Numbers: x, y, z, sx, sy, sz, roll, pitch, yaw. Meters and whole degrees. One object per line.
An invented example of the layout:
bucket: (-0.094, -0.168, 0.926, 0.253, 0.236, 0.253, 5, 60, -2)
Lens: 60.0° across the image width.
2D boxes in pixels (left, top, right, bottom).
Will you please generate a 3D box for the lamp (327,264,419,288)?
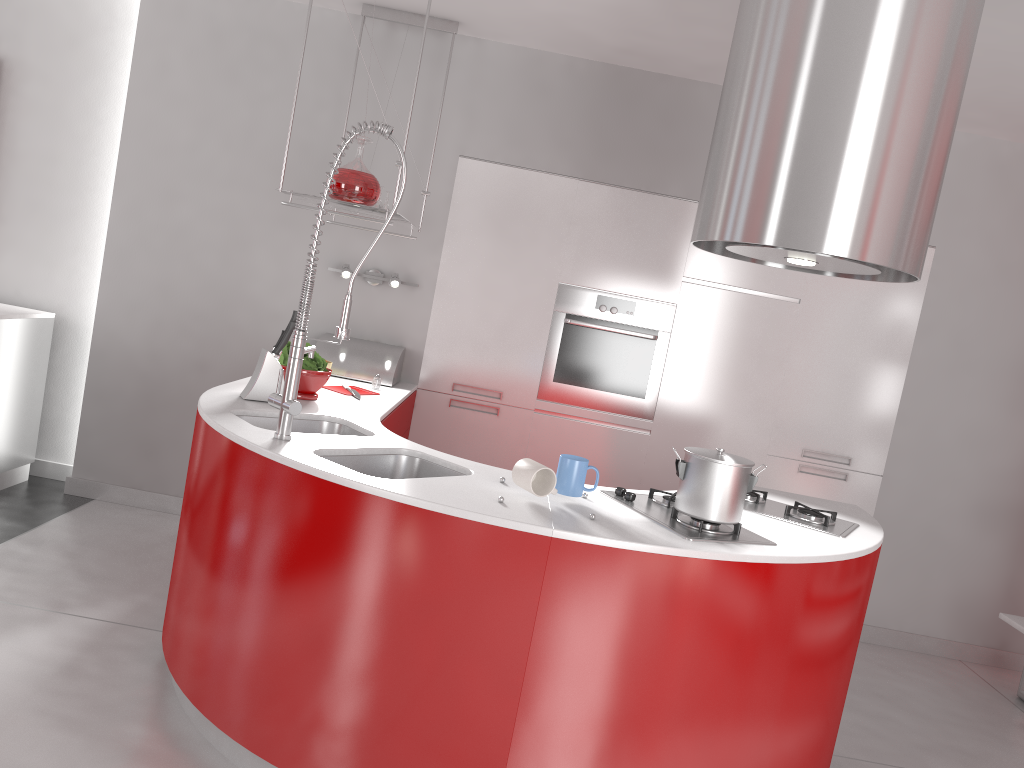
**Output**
lamp: (-0.684, -0.523, 4.336, 0.454, 0.081, 0.155, 11, 5, -1)

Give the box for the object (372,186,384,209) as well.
object: (-0.591, -0.805, 3.927, 0.060, 0.141, 0.060, 11, 5, -1)

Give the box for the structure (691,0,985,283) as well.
structure: (0.929, -0.817, 2.537, 0.644, 0.958, 0.644, 7, 6, -34)

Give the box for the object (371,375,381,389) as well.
object: (-0.609, -0.010, 3.995, 0.042, 0.066, 0.043, 12, 5, 12)

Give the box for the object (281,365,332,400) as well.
object: (-0.803, -0.012, 3.346, 0.228, 0.118, 0.229, 8, 6, -29)

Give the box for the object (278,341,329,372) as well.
object: (-0.793, -0.063, 3.331, 0.193, 0.182, 0.198, 11, 5, 5)

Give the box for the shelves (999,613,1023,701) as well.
shelves: (2.634, 0.287, 3.205, 0.535, 2.599, 1.735, 11, 5, -1)

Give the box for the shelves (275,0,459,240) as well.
shelves: (-0.563, -1.177, 3.711, 0.462, 1.023, 0.934, 11, 5, -1)

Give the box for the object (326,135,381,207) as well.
object: (-0.606, -0.826, 3.454, 0.213, 0.266, 0.213, 14, 6, 27)

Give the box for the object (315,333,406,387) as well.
object: (-0.743, -0.122, 4.289, 0.400, 0.170, 0.300, 11, 5, -1)

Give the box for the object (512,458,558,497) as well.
object: (0.071, 0.248, 2.342, 0.109, 0.080, 0.100, 8, 6, -31)

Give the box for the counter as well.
counter: (-0.316, 0.603, 3.221, 2.865, 0.880, 1.868, 14, 6, 33)

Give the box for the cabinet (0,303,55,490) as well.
cabinet: (-3.324, -0.072, 4.299, 1.802, 0.880, 0.610, 11, 5, -1)

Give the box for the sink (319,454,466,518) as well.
sink: (-0.348, 0.323, 2.505, 0.326, 0.172, 0.428, 15, 7, 38)

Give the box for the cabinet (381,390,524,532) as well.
cabinet: (-0.268, 0.554, 3.487, 1.025, 0.761, 1.875, 5, 8, -45)

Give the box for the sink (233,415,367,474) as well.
sink: (-0.685, 0.227, 2.843, 0.428, 0.172, 0.326, 6, 7, -40)

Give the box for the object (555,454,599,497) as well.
object: (0.174, 0.251, 2.421, 0.109, 0.100, 0.080, 8, 6, -28)

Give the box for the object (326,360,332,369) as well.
object: (-0.906, -0.069, 3.936, 0.201, 0.086, 0.201, 11, 5, 0)

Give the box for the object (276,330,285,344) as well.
object: (-0.846, -0.096, 3.127, 0.091, 0.197, 0.009, 8, 6, -30)

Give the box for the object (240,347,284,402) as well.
object: (-0.862, -0.033, 3.101, 0.137, 0.178, 0.091, 8, 6, -28)

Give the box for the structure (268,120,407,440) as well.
structure: (-0.518, -0.290, 2.523, 0.308, 0.920, 0.178, 16, 7, 42)

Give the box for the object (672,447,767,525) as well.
object: (0.542, 0.264, 2.384, 0.218, 0.185, 0.189, 7, 7, -38)

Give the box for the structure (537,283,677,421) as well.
structure: (0.473, -0.157, 4.431, 0.599, 0.589, 0.050, 11, 5, -1)

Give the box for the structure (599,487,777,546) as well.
structure: (0.484, 0.356, 2.484, 0.303, 0.037, 0.457, 8, 6, -26)

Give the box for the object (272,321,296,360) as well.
object: (-0.822, -0.085, 3.079, 0.130, 0.279, 0.012, 8, 6, -30)

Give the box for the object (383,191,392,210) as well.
object: (-0.584, -0.821, 4.109, 0.060, 0.141, 0.060, 11, 5, -1)

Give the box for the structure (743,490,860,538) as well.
structure: (0.866, 0.393, 2.856, 0.457, 0.037, 0.303, 14, 6, 29)

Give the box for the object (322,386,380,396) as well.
object: (-0.684, 0.028, 3.768, 0.168, 0.006, 0.266, 13, 6, 26)

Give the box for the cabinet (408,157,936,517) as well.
cabinet: (0.731, 0.069, 4.768, 2.398, 2.026, 0.614, 11, 5, -1)

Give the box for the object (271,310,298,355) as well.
object: (-0.823, -0.104, 3.106, 0.150, 0.322, 0.014, 8, 6, -30)

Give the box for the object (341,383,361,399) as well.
object: (-0.666, 0.030, 3.714, 0.041, 0.008, 0.375, 8, 6, -24)
